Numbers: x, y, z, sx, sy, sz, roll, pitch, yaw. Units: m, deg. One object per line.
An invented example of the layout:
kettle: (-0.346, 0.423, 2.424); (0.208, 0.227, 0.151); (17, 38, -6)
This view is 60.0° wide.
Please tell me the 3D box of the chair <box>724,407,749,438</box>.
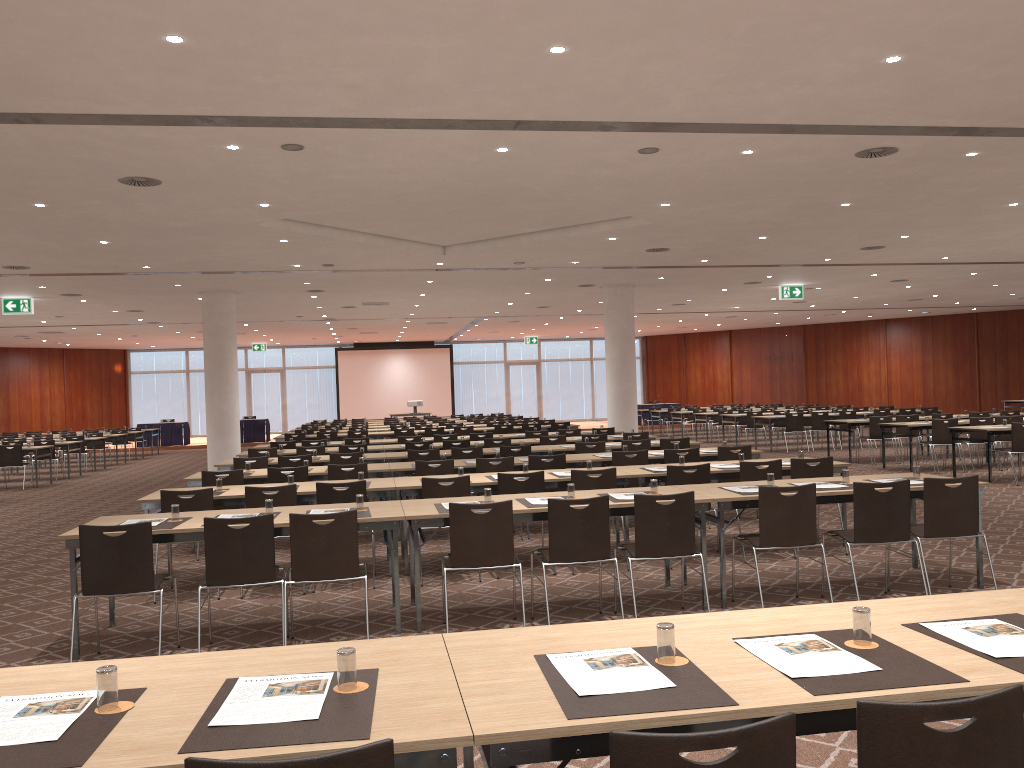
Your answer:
chair: (6.835, 1.172, 27.061); (0.535, 0.939, 0.614); (-2, 0, -12)

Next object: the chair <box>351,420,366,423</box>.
chair: (-4.678, 1.574, 27.208); (0.535, 0.939, 0.614); (-2, 0, -7)

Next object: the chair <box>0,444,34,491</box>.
chair: (-10.219, 1.702, 18.198); (0.535, 0.939, 0.614); (-2, 0, -11)

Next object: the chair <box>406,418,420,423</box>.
chair: (-3.045, 1.519, 27.475); (0.535, 0.939, 0.614); (-2, 0, -6)

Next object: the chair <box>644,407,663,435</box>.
chair: (4.917, 1.265, 30.718); (0.535, 0.939, 0.614); (-2, 0, -7)

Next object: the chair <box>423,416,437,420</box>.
chair: (-2.724, 1.523, 29.596); (0.535, 0.939, 0.614); (-2, 0, -7)

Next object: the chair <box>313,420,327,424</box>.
chair: (-6.244, 1.641, 28.979); (0.535, 0.939, 0.614); (-2, 0, -7)

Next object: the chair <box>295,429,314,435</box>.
chair: (-4.910, 1.538, 21.091); (0.535, 0.939, 0.614); (-2, 0, -9)

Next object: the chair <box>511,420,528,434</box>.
chair: (0.173, 1.367, 21.921); (0.535, 0.939, 0.614); (-2, 0, -10)

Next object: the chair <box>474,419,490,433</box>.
chair: (-0.814, 1.415, 23.829); (0.535, 0.939, 0.614); (-2, 0, -8)

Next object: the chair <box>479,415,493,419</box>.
chair: (-0.810, 1.443, 27.804); (0.535, 0.939, 0.614); (-2, 0, -9)

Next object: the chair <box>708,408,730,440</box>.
chair: (6.261, 1.190, 26.885); (0.535, 0.939, 0.614); (-2, 0, -8)

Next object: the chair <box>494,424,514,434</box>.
chair: (-0.195, 1.365, 19.834); (0.535, 0.939, 0.614); (-2, 0, -11)

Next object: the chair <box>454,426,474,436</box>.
chair: (-1.068, 1.394, 19.656); (0.535, 0.939, 0.614); (-2, 0, -8)

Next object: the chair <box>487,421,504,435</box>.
chair: (-0.421, 1.387, 21.789); (0.535, 0.939, 0.614); (-2, 0, -11)

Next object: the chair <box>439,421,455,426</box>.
chair: (-1.733, 1.445, 23.601); (0.535, 0.939, 0.614); (-2, 0, -10)

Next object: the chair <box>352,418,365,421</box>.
chair: (-5.031, 1.600, 29.142); (0.535, 0.939, 0.614); (-2, 0, -11)

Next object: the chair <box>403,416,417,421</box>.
chair: (-3.376, 1.544, 29.412); (0.535, 0.939, 0.614); (-2, 0, -10)

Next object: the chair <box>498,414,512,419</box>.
chair: (-0.233, 1.424, 27.934); (0.535, 0.939, 0.614); (-2, 0, -9)

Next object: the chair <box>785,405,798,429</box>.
chair: (8.557, 1.114, 27.342); (0.535, 0.939, 0.614); (-2, 0, -11)

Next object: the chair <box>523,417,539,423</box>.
chair: (0.507, 1.370, 24.002); (0.535, 0.939, 0.614); (-2, 0, -10)

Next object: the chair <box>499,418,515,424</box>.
chair: (-0.146, 1.392, 23.860); (0.535, 0.939, 0.614); (-2, 0, -7)

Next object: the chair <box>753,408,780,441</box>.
chair: (7.161, 1.145, 25.005); (0.535, 0.939, 0.614); (-2, 0, -11)

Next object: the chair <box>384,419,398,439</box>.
chair: (-3.690, 1.541, 27.412); (0.535, 0.939, 0.614); (-2, 0, -7)

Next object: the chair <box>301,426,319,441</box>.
chair: (-5.249, 1.564, 23.105); (0.535, 0.939, 0.614); (-2, 0, -12)

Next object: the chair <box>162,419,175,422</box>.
chair: (-12.590, 1.759, 32.427); (0.535, 0.939, 0.614); (-2, 0, -7)

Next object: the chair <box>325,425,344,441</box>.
chair: (-4.631, 1.543, 23.163); (0.535, 0.939, 0.614); (-2, 0, -6)

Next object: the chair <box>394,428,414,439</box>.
chair: (-2.360, 1.438, 19.481); (0.535, 0.939, 0.614); (-2, 0, -8)

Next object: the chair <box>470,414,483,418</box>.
chair: (-1.200, 1.471, 29.845); (0.535, 0.939, 0.614); (-2, 0, -10)

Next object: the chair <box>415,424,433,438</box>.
chair: (-2.146, 1.445, 21.542); (0.535, 0.939, 0.614); (-2, 0, -10)

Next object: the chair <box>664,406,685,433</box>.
chair: (5.662, 1.240, 30.922); (0.535, 0.939, 0.614); (-2, 0, -11)

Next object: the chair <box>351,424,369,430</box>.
chair: (-3.973, 1.521, 23.235); (0.535, 0.939, 0.614); (-2, 0, -12)

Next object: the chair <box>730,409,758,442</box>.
chair: (6.515, 1.168, 24.982); (0.535, 0.939, 0.614); (-2, 0, -12)

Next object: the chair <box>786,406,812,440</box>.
chair: (8.171, 1.112, 25.252); (0.535, 0.939, 0.614); (-2, 0, -7)

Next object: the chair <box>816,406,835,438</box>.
chair: (8.799, 1.090, 25.273); (0.535, 0.939, 0.614); (-2, 0, -7)

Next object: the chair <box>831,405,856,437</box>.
chair: (9.477, 1.068, 25.525); (0.535, 0.939, 0.614); (-2, 0, -11)

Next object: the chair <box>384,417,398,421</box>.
chair: (-3.988, 1.565, 29.347); (0.535, 0.939, 0.614); (-2, 0, -9)

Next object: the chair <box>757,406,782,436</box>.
chair: (7.899, 1.136, 27.294); (0.535, 0.939, 0.614); (-2, 0, -8)

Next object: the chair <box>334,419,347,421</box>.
chair: (-5.615, 1.620, 29.125); (0.535, 0.939, 0.614); (-2, 0, -8)

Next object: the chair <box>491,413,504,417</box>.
chair: (-0.497, 1.447, 29.882); (0.535, 0.939, 0.614); (-2, 0, -7)

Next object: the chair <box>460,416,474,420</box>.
chair: (-1.413, 1.464, 27.784); (0.535, 0.939, 0.614); (-2, 0, -7)

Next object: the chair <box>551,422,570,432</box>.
chair: (1.086, 1.322, 20.086); (0.535, 0.939, 0.614); (-2, 0, -7)

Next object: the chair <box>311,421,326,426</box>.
chair: (-5.896, 1.615, 27.052); (0.535, 0.939, 0.614); (-2, 0, -12)

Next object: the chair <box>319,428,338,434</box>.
chair: (-4.346, 1.519, 21.148); (0.535, 0.939, 0.614); (-2, 0, -7)

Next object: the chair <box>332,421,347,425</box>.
chair: (-5.245, 1.593, 27.081); (0.535, 0.939, 0.614); (-2, 0, -10)

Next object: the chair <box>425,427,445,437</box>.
chair: (-1.716, 1.416, 19.629); (0.535, 0.939, 0.614); (-2, 0, -10)

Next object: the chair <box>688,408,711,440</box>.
chair: (5.653, 1.212, 26.928); (0.535, 0.939, 0.614); (-2, 0, -10)

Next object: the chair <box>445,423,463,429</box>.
chair: (-1.417, 1.421, 21.704); (0.535, 0.939, 0.614); (-2, 0, -12)

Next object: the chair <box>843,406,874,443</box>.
chair: (9.151, 1.065, 23.446); (0.535, 0.939, 0.614); (-2, 0, -8)

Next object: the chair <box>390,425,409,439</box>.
chair: (-2.709, 1.464, 21.415); (0.535, 0.939, 0.614); (-2, 0, -9)

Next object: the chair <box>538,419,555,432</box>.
chair: (0.838, 1.344, 21.994); (0.535, 0.939, 0.614); (-2, 0, -7)

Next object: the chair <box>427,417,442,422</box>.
chair: (-2.398, 1.497, 27.545); (0.535, 0.939, 0.614); (-2, 0, -7)

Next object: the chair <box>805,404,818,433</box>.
chair: (9.184, 1.092, 27.362); (0.535, 0.939, 0.614); (-2, 0, -8)

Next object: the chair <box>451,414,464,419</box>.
chair: (-1.832, 1.492, 29.664); (0.535, 0.939, 0.614); (-2, 0, -11)
